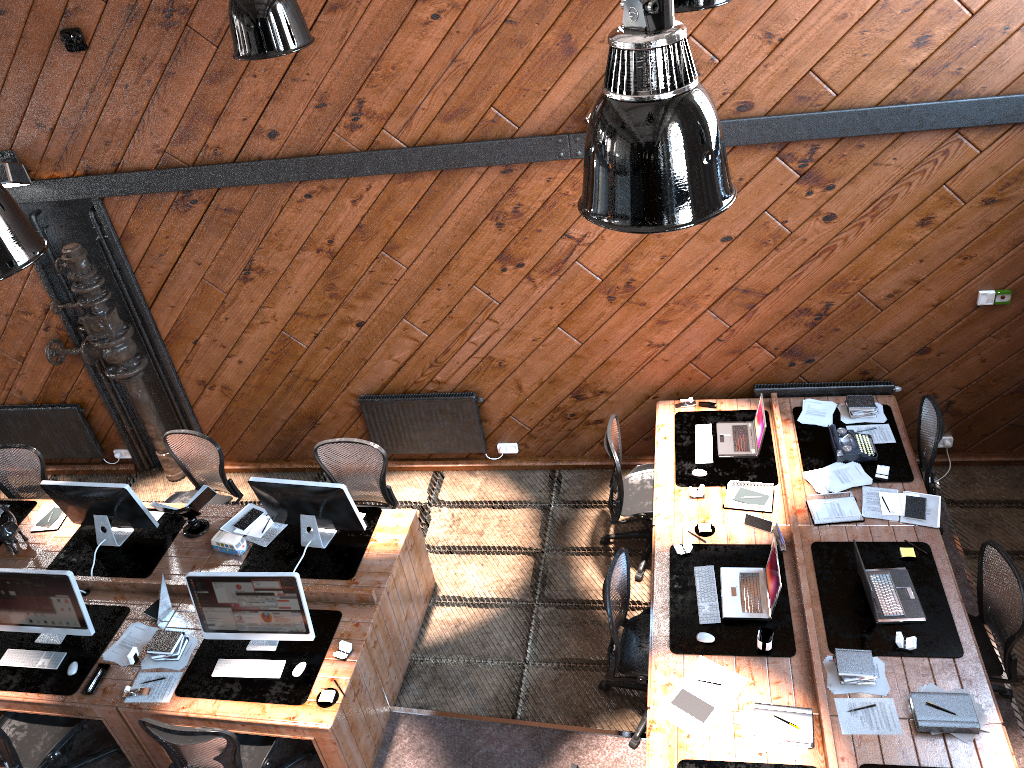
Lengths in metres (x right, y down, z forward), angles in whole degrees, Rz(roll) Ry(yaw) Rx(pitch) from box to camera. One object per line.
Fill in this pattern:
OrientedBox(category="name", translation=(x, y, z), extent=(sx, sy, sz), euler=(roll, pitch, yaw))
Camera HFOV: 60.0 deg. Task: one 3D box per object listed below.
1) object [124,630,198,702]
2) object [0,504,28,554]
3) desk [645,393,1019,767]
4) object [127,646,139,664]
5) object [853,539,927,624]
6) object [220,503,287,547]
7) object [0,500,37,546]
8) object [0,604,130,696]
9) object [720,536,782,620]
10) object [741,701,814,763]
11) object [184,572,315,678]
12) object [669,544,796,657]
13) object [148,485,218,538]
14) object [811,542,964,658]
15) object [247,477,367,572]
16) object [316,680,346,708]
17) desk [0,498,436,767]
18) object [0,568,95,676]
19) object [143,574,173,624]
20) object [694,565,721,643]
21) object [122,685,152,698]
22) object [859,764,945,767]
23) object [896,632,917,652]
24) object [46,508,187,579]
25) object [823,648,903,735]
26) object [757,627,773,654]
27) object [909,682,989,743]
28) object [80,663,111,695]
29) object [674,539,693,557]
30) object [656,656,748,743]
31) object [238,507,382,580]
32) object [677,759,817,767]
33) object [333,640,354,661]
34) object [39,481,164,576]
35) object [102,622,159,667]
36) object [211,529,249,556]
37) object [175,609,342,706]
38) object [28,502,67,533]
OrientedBox(category="object", translation=(-2.148, 1.700, 5.392), extent=(0.319, 0.098, 0.478), euler=(-3, 35, 10))
OrientedBox(category="object", translation=(-3.694, 1.043, 6.508), extent=(0.135, 0.351, 0.229), euler=(-3, 35, 10))
OrientedBox(category="desk", translation=(1.723, 1.568, 5.285), extent=(1.748, 0.840, 4.117), euler=(-2, 35, 12))
OrientedBox(category="object", translation=(-2.333, 1.680, 5.469), extent=(0.034, 0.102, 0.076), euler=(-1, 35, 12))
OrientedBox(category="object", translation=(2.130, 1.104, 5.006), extent=(0.323, 0.283, 0.390), euler=(-5, 35, 8))
OrientedBox(category="object", translation=(-1.837, 1.005, 6.375), extent=(0.467, 0.017, 0.304), euler=(13, 41, 30))
OrientedBox(category="object", translation=(-4.198, 1.129, 6.811), extent=(0.848, 0.008, 0.687), euler=(-1, 35, 13))
OrientedBox(category="object", translation=(-2.991, 1.685, 5.708), extent=(0.848, 0.008, 0.687), euler=(-1, 35, 13))
OrientedBox(category="object", translation=(1.371, 1.118, 5.127), extent=(0.320, 0.288, 0.380), euler=(-2, 35, 12))
OrientedBox(category="object", translation=(1.342, 1.739, 4.490), extent=(0.363, 0.065, 0.325), euler=(8, 38, 24))
OrientedBox(category="object", translation=(-1.552, 1.348, 5.348), extent=(0.714, 0.573, 0.610), euler=(-2, 35, 11))
OrientedBox(category="object", translation=(1.282, 1.258, 5.252), extent=(0.687, 0.008, 0.848), euler=(-2, 35, 11))
OrientedBox(category="object", translation=(-2.322, 0.896, 6.339), extent=(0.417, 0.380, 0.304), euler=(-17, 35, -10))
OrientedBox(category="object", translation=(2.127, 1.216, 5.101), extent=(0.687, 0.008, 0.848), euler=(-2, 35, 11))
OrientedBox(category="object", translation=(-1.354, 0.845, 6.028), extent=(0.663, 0.578, 0.811), euler=(-21, 36, -16))
OrientedBox(category="object", translation=(-1.048, 1.778, 5.067), extent=(0.154, 0.026, 0.158), euler=(-27, 38, -23))
OrientedBox(category="desk", translation=(-2.793, 1.675, 6.262), extent=(4.117, 0.840, 1.748), euler=(0, 35, 14))
OrientedBox(category="object", translation=(-2.992, 1.458, 5.553), extent=(0.654, 0.576, 0.735), euler=(-26, 38, -23))
OrientedBox(category="object", translation=(-2.308, 1.376, 5.704), extent=(0.178, 0.320, 0.165), euler=(4, 37, 19))
OrientedBox(category="object", translation=(1.148, 1.285, 5.216), extent=(0.139, 0.040, 0.577), euler=(-2, 35, 11))
OrientedBox(category="object", translation=(-2.240, 1.820, 5.275), extent=(0.159, 0.064, 0.054), euler=(-9, 34, 2))
OrientedBox(category="object", translation=(1.951, 2.079, 3.901), extent=(0.687, 0.008, 0.848), euler=(-2, 35, 11))
OrientedBox(category="object", translation=(2.129, 1.390, 4.790), extent=(0.106, 0.063, 0.082), euler=(6, 37, 22))
OrientedBox(category="object", translation=(-2.851, 1.143, 6.454), extent=(0.848, 0.008, 0.687), euler=(-1, 35, 13))
OrientedBox(category="object", translation=(1.805, 1.572, 4.586), extent=(0.319, 0.098, 0.478), euler=(-3, 35, 10))
OrientedBox(category="object", translation=(1.396, 1.414, 4.893), extent=(0.078, 0.138, 0.099), euler=(6, 37, 22))
OrientedBox(category="object", translation=(2.190, 1.624, 4.443), extent=(0.363, 0.065, 0.325), euler=(4, 37, 20))
OrientedBox(category="object", translation=(-2.540, 1.799, 5.411), extent=(0.089, 0.031, 0.215), euler=(-2, 35, 12))
OrientedBox(category="object", translation=(1.074, 1.027, 5.573), extent=(0.106, 0.063, 0.082), euler=(-12, 34, -3))
OrientedBox(category="object", translation=(1.018, 1.659, 4.725), extent=(0.304, 0.017, 0.467), euler=(22, 45, 37))
OrientedBox(category="object", translation=(-1.392, 1.089, 6.166), extent=(0.848, 0.008, 0.687), euler=(-1, 35, 13))
OrientedBox(category="object", translation=(1.106, 2.121, 4.052), extent=(0.687, 0.008, 0.848), euler=(-2, 35, 11))
OrientedBox(category="object", translation=(-1.012, 1.593, 5.294), extent=(0.082, 0.063, 0.106), euler=(9, 39, 26))
OrientedBox(category="object", translation=(-2.912, 0.876, 6.375), extent=(0.642, 0.578, 0.772), euler=(-27, 38, -24))
OrientedBox(category="object", translation=(-2.416, 1.646, 5.623), extent=(0.246, 0.002, 0.315), euler=(8, 38, 24))
OrientedBox(category="object", translation=(-1.974, 1.113, 6.203), extent=(0.253, 0.146, 0.128), euler=(7, 38, 23))
OrientedBox(category="object", translation=(-1.532, 1.637, 5.411), extent=(0.848, 0.008, 0.687), euler=(-1, 35, 13))
OrientedBox(category="object", translation=(-3.519, 0.999, 6.784), extent=(0.229, 0.060, 0.316), euler=(-6, 35, 6))
